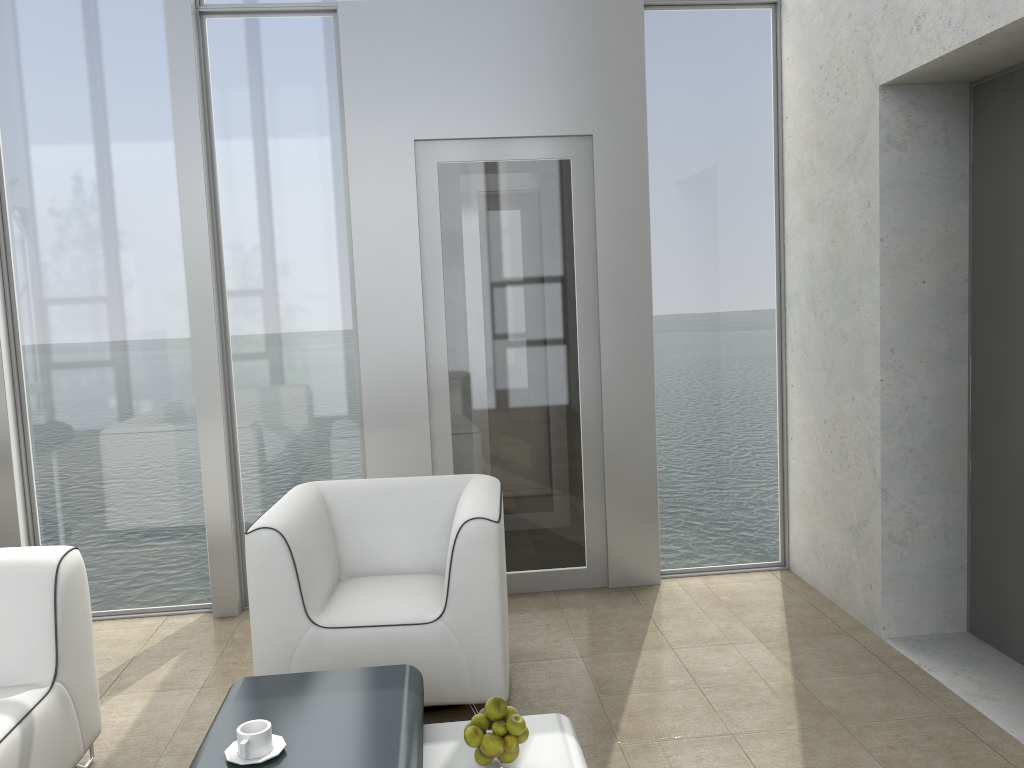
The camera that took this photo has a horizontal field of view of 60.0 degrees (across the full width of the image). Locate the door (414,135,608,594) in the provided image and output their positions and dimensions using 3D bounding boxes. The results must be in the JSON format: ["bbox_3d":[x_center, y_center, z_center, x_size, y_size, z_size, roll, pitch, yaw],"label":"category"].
[{"bbox_3d":[0.010,-0.060,4.089,0.804,2.102,0.030,-3,6,-5],"label":"door"}]

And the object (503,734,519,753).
[{"bbox_3d":[-0.004,0.841,2.074,0.039,0.040,0.040,-4,6,-13],"label":"object"}]

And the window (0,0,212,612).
[{"bbox_3d":[-1.897,-1.759,3.840,0.742,5.653,0.010,-3,6,-5],"label":"window"}]

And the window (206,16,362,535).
[{"bbox_3d":[-1.012,-0.312,4.058,0.556,2.646,0.010,-3,6,-5],"label":"window"}]

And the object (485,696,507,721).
[{"bbox_3d":[-0.038,0.776,2.121,0.055,0.056,0.055,-3,6,-5],"label":"object"}]

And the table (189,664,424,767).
[{"bbox_3d":[-0.440,1.049,1.758,0.532,0.390,1.420,-3,6,-5],"label":"table"}]

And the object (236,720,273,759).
[{"bbox_3d":[-0.586,0.803,1.996,0.075,0.057,0.090,3,8,43],"label":"object"}]

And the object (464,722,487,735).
[{"bbox_3d":[-0.089,0.841,2.139,0.054,0.055,0.053,-7,7,-40],"label":"object"}]

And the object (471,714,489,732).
[{"bbox_3d":[-0.076,0.809,2.115,0.044,0.043,0.040,-2,6,10],"label":"object"}]

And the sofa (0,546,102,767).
[{"bbox_3d":[-1.658,0.930,1.451,0.971,0.638,2.601,-3,6,-5],"label":"sofa"}]

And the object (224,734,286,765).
[{"bbox_3d":[-0.579,0.828,2.004,0.130,0.014,0.136,-2,6,10],"label":"object"}]

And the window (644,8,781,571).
[{"bbox_3d":[0.966,-0.418,4.229,0.605,2.646,0.010,-3,6,-5],"label":"window"}]

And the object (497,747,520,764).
[{"bbox_3d":[-0.011,0.872,2.114,0.059,0.056,0.061,2,7,40],"label":"object"}]

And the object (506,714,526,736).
[{"bbox_3d":[0.009,0.802,2.084,0.047,0.045,0.047,-3,6,-4],"label":"object"}]

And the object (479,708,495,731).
[{"bbox_3d":[-0.057,0.821,2.171,0.054,0.048,0.055,-4,6,-12],"label":"object"}]

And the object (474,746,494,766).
[{"bbox_3d":[-0.066,0.881,2.105,0.048,0.048,0.048,-2,6,6],"label":"object"}]

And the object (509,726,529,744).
[{"bbox_3d":[0.017,0.833,2.112,0.047,0.045,0.047,-3,6,-1],"label":"object"}]

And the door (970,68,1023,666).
[{"bbox_3d":[1.805,-0.019,2.947,0.040,2.080,0.864,-3,6,-5],"label":"door"}]

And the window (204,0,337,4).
[{"bbox_3d":[-1.049,-3.150,3.789,0.742,2.947,0.010,-3,6,-5],"label":"window"}]

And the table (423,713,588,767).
[{"bbox_3d":[-0.250,1.083,1.906,0.929,0.276,0.901,-3,6,-5],"label":"table"}]

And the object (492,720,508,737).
[{"bbox_3d":[-0.028,0.815,2.096,0.040,0.038,0.040,-6,7,-34],"label":"object"}]

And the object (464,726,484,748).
[{"bbox_3d":[-0.089,0.826,2.076,0.047,0.048,0.047,-8,8,-42],"label":"object"}]

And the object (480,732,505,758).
[{"bbox_3d":[-0.045,0.842,2.070,0.058,0.058,0.058,-7,7,-38],"label":"object"}]

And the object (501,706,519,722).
[{"bbox_3d":[-0.008,0.808,2.148,0.050,0.054,0.055,-7,7,-36],"label":"object"}]

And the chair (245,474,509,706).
[{"bbox_3d":[-0.437,0.707,3.183,0.829,0.635,0.720,-3,6,0],"label":"chair"}]
